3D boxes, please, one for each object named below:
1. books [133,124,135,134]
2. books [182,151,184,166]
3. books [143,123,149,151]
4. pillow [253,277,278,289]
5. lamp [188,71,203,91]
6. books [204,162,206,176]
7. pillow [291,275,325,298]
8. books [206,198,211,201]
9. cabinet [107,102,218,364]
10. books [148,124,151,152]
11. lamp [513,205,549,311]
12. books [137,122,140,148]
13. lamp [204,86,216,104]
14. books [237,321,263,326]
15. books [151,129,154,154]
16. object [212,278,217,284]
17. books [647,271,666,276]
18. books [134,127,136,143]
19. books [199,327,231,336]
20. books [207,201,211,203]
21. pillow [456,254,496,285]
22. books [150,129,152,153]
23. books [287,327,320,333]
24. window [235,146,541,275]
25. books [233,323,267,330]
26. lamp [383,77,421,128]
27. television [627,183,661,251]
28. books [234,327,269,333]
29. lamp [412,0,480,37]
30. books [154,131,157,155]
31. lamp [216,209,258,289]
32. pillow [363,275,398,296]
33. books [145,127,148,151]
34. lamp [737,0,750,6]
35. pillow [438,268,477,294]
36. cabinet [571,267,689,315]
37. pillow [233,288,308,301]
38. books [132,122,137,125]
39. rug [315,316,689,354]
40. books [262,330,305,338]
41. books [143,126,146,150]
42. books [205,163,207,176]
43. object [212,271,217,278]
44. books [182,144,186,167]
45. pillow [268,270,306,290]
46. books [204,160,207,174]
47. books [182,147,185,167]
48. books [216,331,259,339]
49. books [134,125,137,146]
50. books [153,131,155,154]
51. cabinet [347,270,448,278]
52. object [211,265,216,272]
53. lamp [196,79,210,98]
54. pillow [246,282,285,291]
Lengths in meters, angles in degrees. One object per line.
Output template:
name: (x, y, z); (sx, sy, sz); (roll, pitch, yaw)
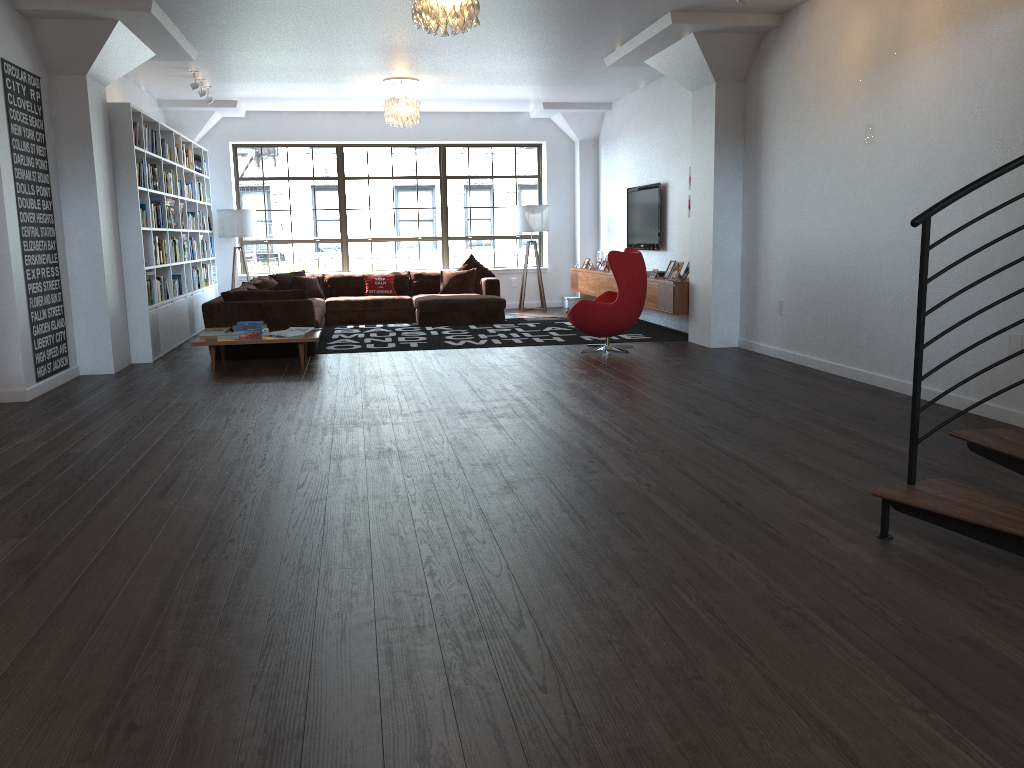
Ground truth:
books: (-3.627, -2.330, 8.284); (0.182, 0.215, 0.188); (-3, 10, -10)
books: (-4.073, -2.737, 10.773); (0.144, 0.207, 0.048); (-3, 10, -10)
books: (-3.748, -2.470, 8.905); (0.176, 0.293, 0.125); (-3, 10, -10)
pillow: (-2.869, -1.076, 10.654); (0.325, 0.391, 0.625); (0, 10, 6)
lamp: (-3.506, -3.350, 9.801); (0.111, 0.211, 0.120); (3, 10, 24)
books: (-4.367, -3.004, 12.418); (0.136, 0.196, 0.045); (-3, 10, -10)
pillow: (-2.828, -1.333, 12.186); (0.489, 0.337, 0.238); (-9, 12, -40)
books: (-4.381, -2.575, 12.380); (0.284, 0.033, 0.197); (0, 10, 5)
cabinet: (-4.105, -1.745, 10.489); (0.461, 2.414, 4.500); (-3, 10, -10)
books: (-3.763, -2.479, 8.966); (0.197, 0.290, 0.136); (-3, 10, -10)
lamp: (0.303, -1.922, 13.547); (0.545, 1.579, 0.545); (-1, 10, 1)
books: (-3.678, -2.391, 8.536); (0.170, 0.251, 0.118); (-3, 10, -10)
lamp: (-3.685, -3.514, 10.796); (0.120, 0.211, 0.111); (-8, 12, -35)
books: (-2.518, -0.584, 8.536); (0.224, 0.027, 0.157); (-2, 10, -5)
books: (-3.765, -2.478, 9.073); (0.182, 0.253, 0.098); (-3, 10, -10)
object: (-4.374, -1.452, 12.566); (0.331, 0.088, 0.410); (-3, 10, -10)
books: (1.759, -1.336, 10.753); (0.250, 0.053, 0.400); (-3, 10, -10)
books: (-3.651, -2.341, 8.371); (0.167, 0.210, 0.162); (-3, 10, -10)
books: (-2.819, -0.497, 8.432); (0.241, 0.045, 0.334); (-3, 10, -8)
books: (-4.380, -2.541, 12.386); (0.284, 0.035, 0.197); (2, 10, 20)
pillow: (-0.600, -1.572, 12.741); (0.651, 0.587, 0.335); (-7, 11, -31)
books: (-3.761, -2.471, 9.040); (0.159, 0.248, 0.089); (-3, 10, -10)
books: (-2.026, -0.529, 8.562); (0.256, 0.035, 0.350); (2, 10, 15)
window: (-1.832, -2.715, 13.765); (4.648, 1.905, 0.114); (-3, 10, -10)
books: (-2.523, -0.553, 8.542); (0.279, 0.035, 0.191); (-1, 10, 0)
lamp: (-1.319, -3.359, 10.638); (0.441, 0.539, 0.442); (5, 11, 32)
television: (1.681, -2.135, 11.404); (0.013, 0.816, 1.324); (-3, 10, -10)
books: (-2.517, -0.517, 8.545); (0.312, 0.037, 0.216); (-5, 10, -20)
lamp: (-0.431, -2.547, 5.722); (0.441, 0.539, 0.442); (5, 11, 32)
books: (-3.803, -2.510, 9.255); (0.182, 0.255, 0.077); (-3, 10, -10)
lamp: (-3.960, -1.734, 12.915); (0.545, 1.579, 0.545); (-5, 10, -21)
pillow: (-1.858, -1.388, 12.498); (0.465, 0.308, 0.220); (-3, 10, -14)
books: (-3.727, -2.432, 8.825); (0.174, 0.242, 0.105); (-3, 10, -10)
lamp: (1.698, -2.897, 6.522); (0.111, 0.211, 0.120); (3, 10, 24)
pillow: (-0.772, -1.454, 12.560); (0.542, 0.362, 0.248); (1, 10, 11)
cabinet: (1.531, -1.272, 11.586); (0.459, 0.350, 4.501); (-3, 10, -10)
pillow: (-2.428, -0.791, 9.037); (0.750, 0.364, 0.289); (-3, 10, -11)
books: (-3.672, -2.382, 8.494); (0.159, 0.248, 0.089); (-3, 10, -10)
rug: (-0.245, -0.639, 10.735); (4.200, 0.007, 3.100); (-3, 10, -8)
books: (-2.118, -0.468, 8.201); (0.342, 0.040, 0.231); (4, 11, 30)
books: (-3.721, -2.428, 8.772); (0.170, 0.251, 0.118); (-3, 10, -10)
books: (-4.371, -3.008, 12.459); (0.139, 0.191, 0.036); (-3, 10, -10)
object: (-4.375, -1.539, 12.551); (0.331, 0.088, 0.410); (-3, 10, -10)
books: (-4.119, -2.805, 10.932); (0.176, 0.290, 0.053); (-3, 10, -10)
pillow: (-3.033, -1.357, 12.245); (0.580, 0.418, 0.334); (-8, 12, -36)
books: (-4.383, -3.034, 12.494); (0.140, 0.231, 0.042); (-3, 10, -10)
books: (-4.101, -2.771, 10.855); (0.171, 0.246, 0.057); (-3, 10, -10)
books: (-2.515, -0.449, 8.142); (0.236, 0.035, 0.340); (1, 10, 15)
books: (-3.655, -2.357, 8.434); (0.161, 0.218, 0.101); (-3, 10, -10)
books: (-3.784, -2.488, 9.157); (0.174, 0.243, 0.085); (-3, 10, -10)
cabinet: (-1.710, -1.382, 13.447); (1.520, 0.625, 0.350); (-3, 10, -10)
object: (-4.384, -1.625, 12.535); (0.316, 0.088, 0.410); (-3, 10, -10)
lamp: (-3.594, -3.431, 10.292); (0.111, 0.211, 0.120); (7, 12, 39)
pillow: (-2.513, -0.874, 9.282); (0.559, 0.411, 0.269); (6, 12, 35)
